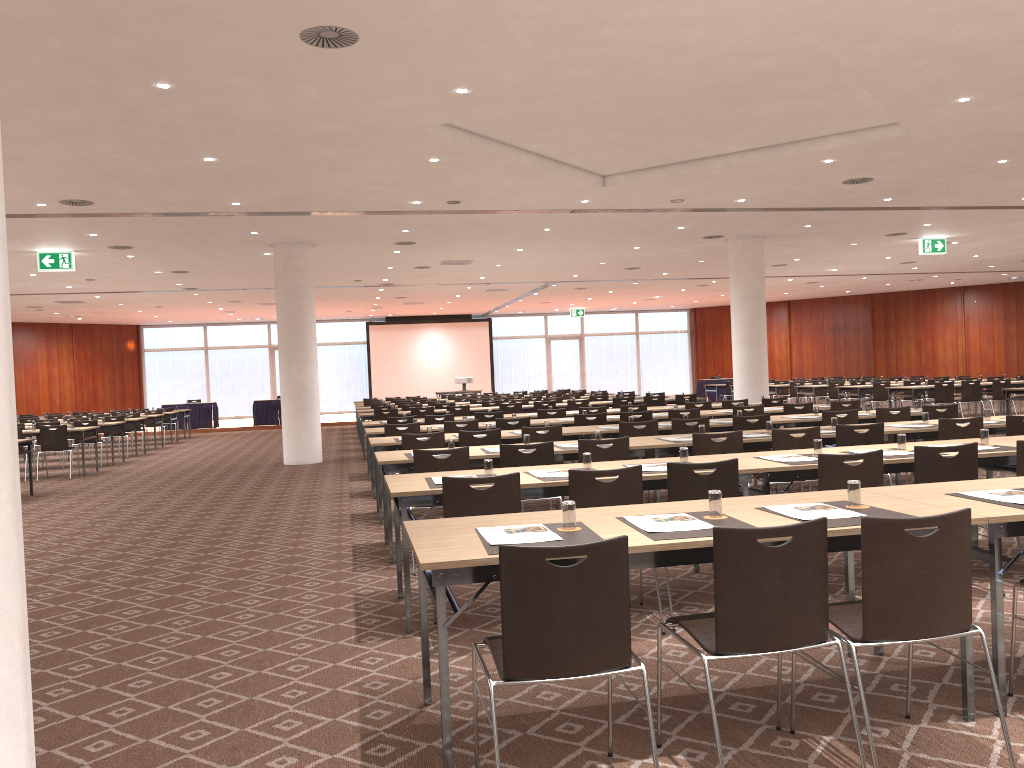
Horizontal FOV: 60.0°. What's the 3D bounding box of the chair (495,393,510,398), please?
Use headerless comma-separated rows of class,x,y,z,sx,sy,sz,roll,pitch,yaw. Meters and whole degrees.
chair,-0.274,0.732,24.857,0.535,0.940,0.613,-3,1,-8

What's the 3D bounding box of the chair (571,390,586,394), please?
chair,1.880,0.634,25.297,0.535,0.940,0.613,-3,1,-11

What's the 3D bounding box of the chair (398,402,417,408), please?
chair,-2.397,0.876,20.423,0.535,0.940,0.613,-3,1,-8

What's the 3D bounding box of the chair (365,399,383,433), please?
chair,-3.757,0.887,24.280,0.535,0.940,0.613,-3,1,-13

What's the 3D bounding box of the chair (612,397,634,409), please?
chair,2.119,0.722,17.203,0.535,0.940,0.613,-3,1,-13

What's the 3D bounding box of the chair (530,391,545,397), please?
chair,0.704,0.687,25.119,0.535,0.940,0.613,-3,1,-9

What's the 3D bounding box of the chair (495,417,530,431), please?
chair,0.006,0.885,11.174,0.535,0.940,0.613,-3,1,-8

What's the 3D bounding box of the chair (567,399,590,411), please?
chair,1.251,0.761,17.004,0.535,0.940,0.613,-3,1,-9

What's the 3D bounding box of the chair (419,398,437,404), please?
chair,-2.117,0.839,22.511,0.535,0.940,0.613,-3,1,-8

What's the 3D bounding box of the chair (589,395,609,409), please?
chair,1.845,0.710,19.151,0.535,0.940,0.613,-3,1,-12

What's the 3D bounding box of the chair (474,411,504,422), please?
chair,-0.345,0.875,13.221,0.535,0.940,0.613,-3,1,-9

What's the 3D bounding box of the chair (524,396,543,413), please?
chair,0.489,0.747,20.930,0.535,0.940,0.613,-3,1,-12

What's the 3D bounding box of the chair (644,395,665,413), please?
chair,2.729,0.695,17.282,0.535,0.940,0.613,-3,1,-12

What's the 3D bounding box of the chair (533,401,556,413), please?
chair,0.604,0.790,16.961,0.535,0.940,0.613,-3,1,-11

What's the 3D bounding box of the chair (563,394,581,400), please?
chair,1.402,0.705,21.180,0.535,0.940,0.613,-3,1,-10

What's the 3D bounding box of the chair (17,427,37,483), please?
chair,-8.510,1.201,15.122,0.535,0.940,0.613,-3,1,-12

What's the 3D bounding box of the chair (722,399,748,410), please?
chair,3.439,0.706,13.890,0.535,0.940,0.613,-3,1,-11

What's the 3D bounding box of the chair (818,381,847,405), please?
chair,8.138,0.401,22.464,0.535,0.940,0.613,-3,1,-11

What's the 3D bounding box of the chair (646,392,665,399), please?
chair,3.098,0.654,19.386,0.535,0.940,0.613,-3,1,-9

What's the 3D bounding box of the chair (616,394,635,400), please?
chair,2.435,0.683,19.297,0.535,0.940,0.613,-3,1,-11

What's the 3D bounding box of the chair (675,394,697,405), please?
chair,3.393,0.664,17.485,0.535,0.940,0.613,-3,1,-8

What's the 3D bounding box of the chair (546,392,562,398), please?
chair,1.068,0.696,23.074,0.535,0.940,0.613,-3,1,-11

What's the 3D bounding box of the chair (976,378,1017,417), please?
chair,10.183,0.360,18.636,0.535,0.940,0.613,-3,1,-11

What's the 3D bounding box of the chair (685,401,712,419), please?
chair,2.839,0.733,13.742,0.535,0.940,0.613,-3,1,-11

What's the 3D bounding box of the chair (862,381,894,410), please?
chair,8.464,0.411,20.490,0.535,0.940,0.613,-3,1,-10

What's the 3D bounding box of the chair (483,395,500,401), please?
chair,-0.536,0.768,22.808,0.535,0.940,0.613,-3,1,-12

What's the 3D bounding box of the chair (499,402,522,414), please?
chair,-0.036,0.819,16.797,0.535,0.940,0.613,-3,1,-10

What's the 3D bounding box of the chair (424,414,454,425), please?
chair,-1.068,0.909,13.007,0.535,0.940,0.613,-3,1,-13

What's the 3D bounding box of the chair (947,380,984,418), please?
chair,9.525,0.389,18.595,0.535,0.940,0.613,-3,1,-9

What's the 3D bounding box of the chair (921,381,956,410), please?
chair,8.874,0.419,18.390,0.535,0.940,0.613,-3,1,-9

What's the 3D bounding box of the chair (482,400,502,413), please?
chair,-0.432,0.813,18.723,0.535,0.940,0.613,-3,1,-11

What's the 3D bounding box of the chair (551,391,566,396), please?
chair,1.307,0.661,25.154,0.535,0.940,0.613,-3,1,-10

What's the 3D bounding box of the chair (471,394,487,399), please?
chair,-0.918,0.760,24.771,0.535,0.940,0.613,-3,1,-8

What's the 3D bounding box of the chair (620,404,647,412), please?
chair,1.827,0.778,13.629,0.535,0.940,0.613,-3,1,-14

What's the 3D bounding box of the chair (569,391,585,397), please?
chair,1.663,0.669,23.221,0.535,0.940,0.613,-3,1,-13

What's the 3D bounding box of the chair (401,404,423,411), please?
chair,-2.062,0.886,18.416,0.535,0.940,0.613,-3,1,-8

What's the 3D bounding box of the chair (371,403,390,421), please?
chair,-3.012,0.903,20.351,0.535,0.940,0.613,-3,1,-13

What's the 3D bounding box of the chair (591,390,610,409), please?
chair,2.262,0.642,23.299,0.535,0.940,0.613,-3,1,-9

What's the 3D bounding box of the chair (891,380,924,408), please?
chair,9.156,0.382,20.477,0.535,0.940,0.613,-3,1,-9

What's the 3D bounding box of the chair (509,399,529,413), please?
chair,0.127,0.787,18.863,0.535,0.940,0.613,-3,1,-12

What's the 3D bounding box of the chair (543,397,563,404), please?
chair,0.852,0.754,19.042,0.535,0.940,0.613,-3,1,-13

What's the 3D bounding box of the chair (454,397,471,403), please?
chair,-1.251,0.800,22.638,0.535,0.940,0.613,-3,1,-9

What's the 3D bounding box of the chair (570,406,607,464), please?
chair,1.199,0.806,13.469,0.535,0.940,0.613,-3,1,-11

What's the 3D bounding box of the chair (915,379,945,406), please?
chair,9.798,0.352,20.681,0.535,0.940,0.613,-3,1,-12

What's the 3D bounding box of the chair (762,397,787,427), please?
chair,4.067,0.678,13.972,0.535,0.940,0.613,-3,1,-13

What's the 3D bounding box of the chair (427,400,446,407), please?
chair,-1.741,0.847,20.511,0.535,0.940,0.613,-3,1,-13

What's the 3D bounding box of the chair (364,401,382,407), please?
chair,-3.476,0.900,22.220,0.535,0.940,0.613,-3,1,-10

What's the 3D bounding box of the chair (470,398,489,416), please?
chair,-0.768,0.803,20.730,0.535,0.940,0.613,-3,1,-9

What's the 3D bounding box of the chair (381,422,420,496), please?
chair,-1.353,0.945,10.997,0.535,0.940,0.613,-3,1,-10

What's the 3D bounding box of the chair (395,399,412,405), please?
chair,-2.735,0.866,22.437,0.535,0.940,0.613,-3,1,-11

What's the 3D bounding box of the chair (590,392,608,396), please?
chair,2.069,0.676,21.227,0.535,0.940,0.613,-3,1,-9

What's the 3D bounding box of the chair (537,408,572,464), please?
chair,0.581,0.835,13.317,0.535,0.940,0.613,-3,1,-8

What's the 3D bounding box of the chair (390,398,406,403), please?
chair,-3.108,0.859,24.324,0.535,0.940,0.613,-3,1,-12

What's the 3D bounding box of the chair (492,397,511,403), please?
chair,-0.259,0.779,20.868,0.535,0.940,0.613,-3,1,-10

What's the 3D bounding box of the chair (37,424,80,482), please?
chair,-7.858,1.171,15.327,0.535,0.940,0.613,-3,1,-12

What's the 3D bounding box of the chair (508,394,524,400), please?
chair,0.078,0.740,22.966,0.535,0.940,0.613,-3,1,-13

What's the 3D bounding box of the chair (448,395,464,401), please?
chair,-1.562,0.789,24.693,0.535,0.940,0.613,-3,1,-8

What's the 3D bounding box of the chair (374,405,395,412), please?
chair,-2.624,0.911,18.346,0.535,0.940,0.613,-3,1,-10

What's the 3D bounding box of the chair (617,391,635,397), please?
chair,2.717,0.646,21.385,0.535,0.940,0.613,-3,1,-11
